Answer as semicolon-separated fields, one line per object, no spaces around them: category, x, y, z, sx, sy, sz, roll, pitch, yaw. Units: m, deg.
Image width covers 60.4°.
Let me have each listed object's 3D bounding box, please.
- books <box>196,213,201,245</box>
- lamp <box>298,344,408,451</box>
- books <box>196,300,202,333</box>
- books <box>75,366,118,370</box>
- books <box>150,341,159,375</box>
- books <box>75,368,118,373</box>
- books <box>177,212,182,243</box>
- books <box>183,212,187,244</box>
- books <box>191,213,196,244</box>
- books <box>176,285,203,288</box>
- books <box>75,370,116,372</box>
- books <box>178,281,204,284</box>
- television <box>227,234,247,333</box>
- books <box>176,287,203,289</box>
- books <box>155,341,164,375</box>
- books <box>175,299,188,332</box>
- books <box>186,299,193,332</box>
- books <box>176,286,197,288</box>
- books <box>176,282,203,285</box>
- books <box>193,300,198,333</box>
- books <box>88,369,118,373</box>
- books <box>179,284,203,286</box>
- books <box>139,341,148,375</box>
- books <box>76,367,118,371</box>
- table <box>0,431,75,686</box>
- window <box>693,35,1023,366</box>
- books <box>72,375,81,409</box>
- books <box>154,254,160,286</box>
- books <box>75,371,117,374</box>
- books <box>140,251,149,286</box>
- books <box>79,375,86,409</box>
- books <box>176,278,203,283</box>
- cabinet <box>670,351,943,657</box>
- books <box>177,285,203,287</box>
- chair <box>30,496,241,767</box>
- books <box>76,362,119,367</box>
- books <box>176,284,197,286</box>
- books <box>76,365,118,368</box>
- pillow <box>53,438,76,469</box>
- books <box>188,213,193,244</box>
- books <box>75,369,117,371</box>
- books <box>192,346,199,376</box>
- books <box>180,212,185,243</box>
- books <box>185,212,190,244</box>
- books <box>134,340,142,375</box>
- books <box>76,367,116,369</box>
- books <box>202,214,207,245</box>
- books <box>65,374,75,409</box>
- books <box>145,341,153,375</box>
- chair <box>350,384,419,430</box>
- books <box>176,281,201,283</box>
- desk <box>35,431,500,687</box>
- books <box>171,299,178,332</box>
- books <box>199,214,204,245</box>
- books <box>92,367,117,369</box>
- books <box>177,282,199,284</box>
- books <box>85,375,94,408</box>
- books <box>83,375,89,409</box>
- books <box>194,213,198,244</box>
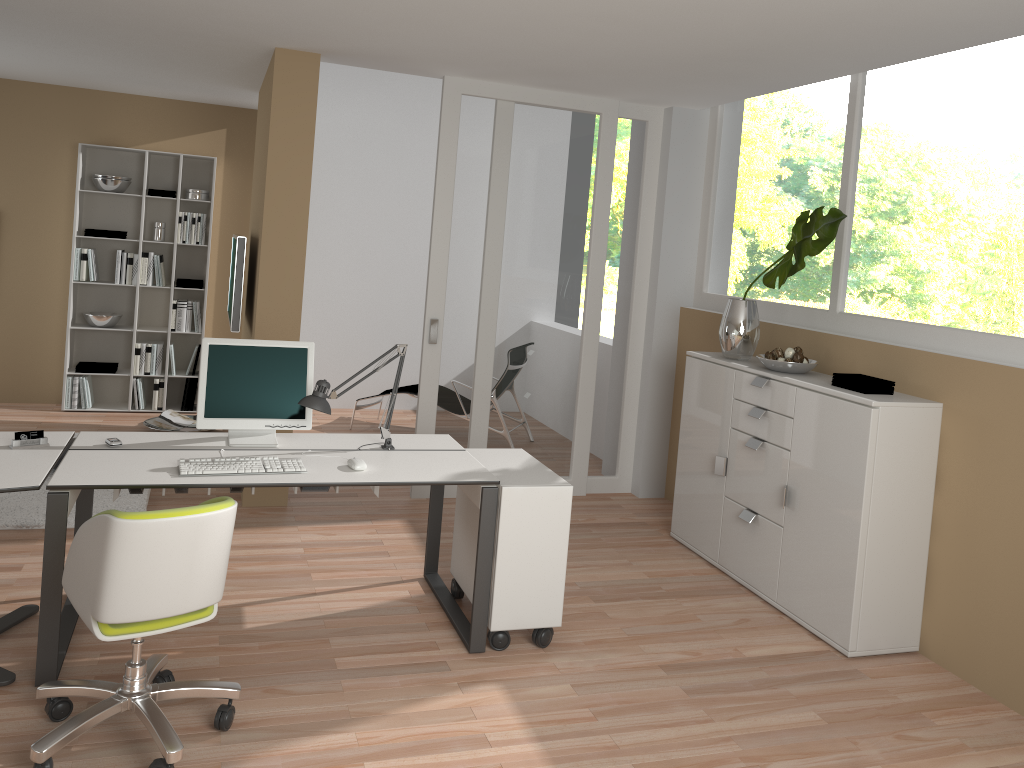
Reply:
books;-2.636;-1.305;7.407;0.020;0.257;0.210;4;5;-19
lamp;-0.674;0.100;3.696;0.141;0.526;0.540;6;5;36
books;-2.650;-0.575;7.455;0.060;0.258;0.210;4;5;-19
books;-3.410;-0.140;7.233;0.296;0.006;0.213;2;9;-18
books;-2.990;-0.218;7.354;0.040;0.257;0.210;4;5;-19
books;-3.412;-0.118;7.235;0.296;0.006;0.213;2;9;-19
books;-2.776;-1.308;7.355;0.020;0.257;0.210;4;5;-19
books;-2.737;-1.308;7.373;0.020;0.257;0.210;4;5;-19
books;-2.675;-1.305;7.390;0.020;0.257;0.210;4;5;-19
books;-2.728;-0.834;7.452;0.210;0.006;0.301;2;9;-19
books;-3.413;-0.124;7.234;0.296;0.006;0.213;1;9;-21
books;-2.722;-0.867;7.452;0.210;0.008;0.301;2;9;-19
television;-1.831;-0.699;5.838;0.054;0.574;1.189;4;7;-19
books;-2.730;-0.823;7.453;0.210;0.007;0.301;2;9;-19
books;-2.949;-0.217;7.368;0.040;0.257;0.210;4;5;-19
books;-2.778;-0.577;7.401;0.076;0.257;0.210;4;5;-19
books;-2.725;-0.578;7.434;0.040;0.257;0.210;4;5;-19
books;-2.728;-0.828;7.452;0.210;0.006;0.301;2;9;-19
books;-2.728;-0.856;7.451;0.210;0.006;0.301;2;9;-18
books;-2.674;-0.575;7.447;0.060;0.258;0.210;4;5;-19
books;-3.412;-0.112;7.235;0.296;0.006;0.213;2;9;-19
books;-2.726;-0.850;7.450;0.210;0.006;0.301;2;9;-19
books;-3.068;-0.220;7.328;0.040;0.257;0.210;4;5;-19
books;-3.409;-0.134;7.235;0.296;0.006;0.213;2;9;-19
table;-2.064;0.614;3.118;0.808;0.683;0.937;2;7;-22
window;1.901;-1.086;4.231;0.045;1.782;3.681;4;7;-19
books;-3.546;0.054;7.173;0.040;0.257;0.210;4;5;-19
books;-2.956;-0.950;7.336;0.060;0.258;0.210;4;5;-19
books;-3.413;-0.107;7.234;0.296;0.007;0.213;2;9;-19
books;-3.047;-0.960;7.306;0.053;0.271;0.210;4;4;-19
books;-3.499;0.053;7.191;0.060;0.258;0.210;4;5;-19
books;-2.723;-0.877;7.447;0.210;0.006;0.301;2;9;-19
cabinet;1.367;0.483;4.452;0.416;1.076;1.542;4;7;-19
books;-2.728;-0.840;7.454;0.210;0.006;0.301;1;9;-21
chair;-1.125;0.704;2.689;0.621;0.805;0.604;0;6;-44
books;-3.404;-0.161;7.235;0.296;0.006;0.213;2;9;-19
books;-2.727;-0.845;7.450;0.210;0.006;0.301;2;9;-19
books;-3.405;-0.156;7.234;0.296;0.007;0.213;2;9;-19
pillow;-2.566;0.443;5.449;0.609;0.208;0.587;6;8;6
books;-2.697;-1.307;7.388;0.020;0.257;0.210;4;5;-19
books;-3.410;-0.129;7.235;0.296;0.006;0.213;2;9;-19
books;-2.691;-0.205;7.486;0.043;0.237;0.213;4;5;-19
books;-2.758;-1.309;7.368;0.020;0.257;0.210;4;5;-19
books;-2.718;-1.308;7.381;0.020;0.257;0.210;4;5;-19
books;-3.105;-0.220;7.308;0.040;0.257;0.210;4;5;-19
books;-3.410;-0.151;7.237;0.296;0.008;0.213;2;9;-19
books;-2.597;-1.304;7.422;0.020;0.257;0.210;4;5;-19
books;-3.592;0.052;7.163;0.040;0.257;0.210;4;5;-19
books;-3.028;-0.219;7.340;0.040;0.257;0.210;4;5;-19
chair;-0.544;0.017;7.302;1.437;0.820;0.697;7;5;16
books;-2.725;-0.872;7.447;0.210;0.007;0.301;2;9;-19
desk;-0.959;0.630;3.591;1.597;0.683;0.814;2;7;-19
books;-2.838;-0.579;7.385;0.040;0.257;0.210;4;5;-19
books;-2.617;-1.305;7.415;0.020;0.257;0.210;4;5;-19
books;-3.410;-0.146;7.237;0.296;0.008;0.213;2;9;-19
books;-2.722;-0.862;7.452;0.210;0.008;0.301;2;9;-19
books;-3.462;0.053;7.216;0.058;0.256;0.210;4;5;-19
books;-3.473;0.057;7.195;0.058;0.256;0.210;4;5;-19
books;-2.657;-1.306;7.403;0.020;0.257;0.210;4;5;-19
